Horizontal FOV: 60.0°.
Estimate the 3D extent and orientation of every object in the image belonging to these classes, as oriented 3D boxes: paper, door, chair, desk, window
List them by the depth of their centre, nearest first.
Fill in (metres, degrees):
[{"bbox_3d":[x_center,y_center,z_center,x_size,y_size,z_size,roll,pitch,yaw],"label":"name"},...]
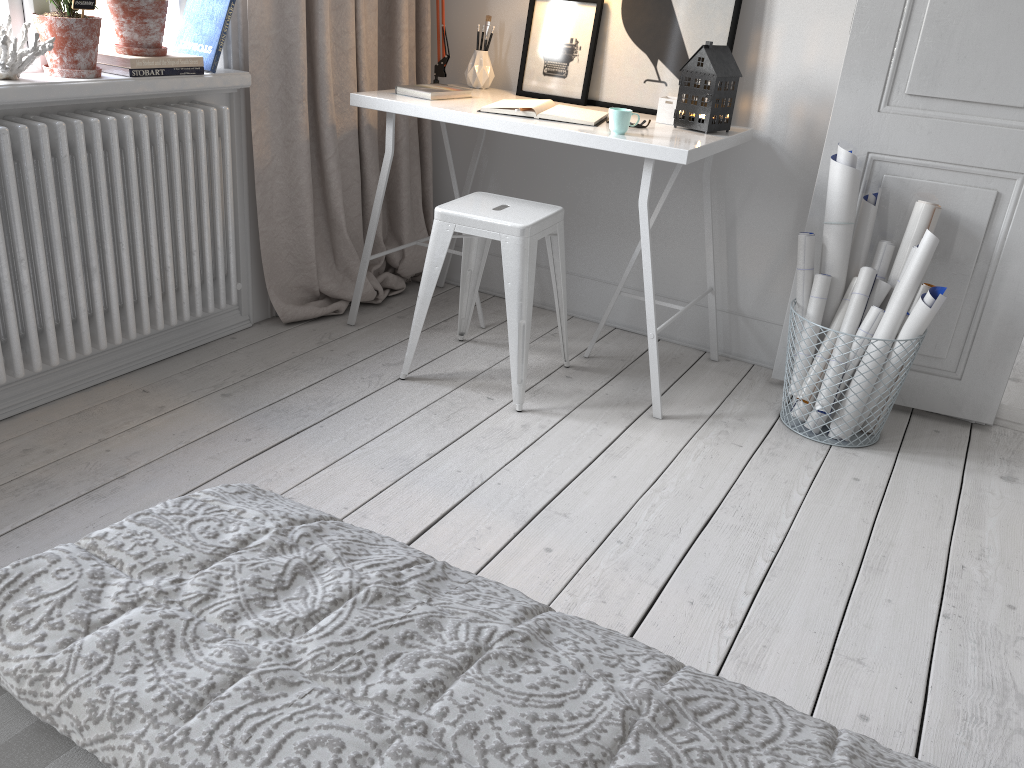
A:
[{"bbox_3d":[-1.136,-1.483,1.945,0.079,1.535,1.048,17,27,24],"label":"window"},{"bbox_3d":[1.262,-1.009,2.352,0.678,2.323,0.034,13,25,16],"label":"door"},{"bbox_3d":[1.006,-0.249,2.534,0.181,0.792,0.431,-3,26,-19],"label":"paper"},{"bbox_3d":[0.955,-0.123,2.538,0.049,0.402,0.244,18,27,26],"label":"paper"},{"bbox_3d":[1.113,-0.067,2.554,0.123,0.464,0.057,5,24,-1],"label":"paper"},{"bbox_3d":[1.076,-0.129,2.566,0.153,0.552,0.060,-2,25,-16],"label":"paper"},{"bbox_3d":[0.985,-0.044,2.567,0.234,0.389,0.078,-9,28,-30],"label":"paper"},{"bbox_3d":[0.934,-0.126,2.585,0.047,0.358,0.239,25,31,37],"label":"paper"},{"bbox_3d":[0.872,-0.142,2.596,0.047,0.360,0.129,12,25,14],"label":"paper"},{"bbox_3d":[0.961,-0.097,2.598,0.253,0.431,0.054,-7,27,-25],"label":"paper"},{"bbox_3d":[1.109,-0.203,2.608,0.181,0.668,0.073,-14,31,-37],"label":"paper"},{"bbox_3d":[1.031,-0.150,2.633,0.047,0.541,0.201,19,28,28],"label":"paper"},{"bbox_3d":[0.867,-0.171,2.635,0.046,0.546,0.166,-13,30,-36],"label":"paper"},{"bbox_3d":[-0.054,-0.278,2.698,0.407,0.527,0.410,15,26,20],"label":"chair"},{"bbox_3d":[0.103,-0.496,2.916,1.163,0.775,0.641,17,27,24],"label":"desk"}]

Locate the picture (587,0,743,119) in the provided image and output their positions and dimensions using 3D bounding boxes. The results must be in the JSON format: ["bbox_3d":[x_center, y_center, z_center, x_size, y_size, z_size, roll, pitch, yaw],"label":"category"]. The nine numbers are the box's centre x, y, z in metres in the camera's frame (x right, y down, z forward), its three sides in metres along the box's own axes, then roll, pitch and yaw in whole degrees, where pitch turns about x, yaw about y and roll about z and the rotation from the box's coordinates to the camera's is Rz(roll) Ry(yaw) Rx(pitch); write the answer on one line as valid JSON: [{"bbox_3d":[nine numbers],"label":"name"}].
[{"bbox_3d":[0.470,-1.169,2.791,0.493,0.613,0.062,17,27,24],"label":"picture"}]

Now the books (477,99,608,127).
[{"bbox_3d":[0.100,-0.819,2.650,0.358,0.029,0.291,11,25,12],"label":"books"}]

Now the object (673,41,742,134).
[{"bbox_3d":[0.577,-0.873,2.602,0.135,0.248,0.135,26,31,38],"label":"object"}]

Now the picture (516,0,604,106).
[{"bbox_3d":[0.156,-1.116,2.949,0.261,0.333,0.062,17,27,24],"label":"picture"}]

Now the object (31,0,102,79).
[{"bbox_3d":[-1.075,-0.956,2.133,0.183,0.410,0.199,0,25,-11],"label":"object"}]

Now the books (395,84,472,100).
[{"bbox_3d":[-0.248,-0.936,2.840,0.150,0.024,0.207,21,28,30],"label":"books"}]

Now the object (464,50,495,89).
[{"bbox_3d":[-0.113,-1.110,3.128,0.101,0.126,0.101,17,27,24],"label":"object"}]

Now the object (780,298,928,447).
[{"bbox_3d":[0.971,-0.037,2.602,0.375,0.350,0.374,18,27,26],"label":"object"}]

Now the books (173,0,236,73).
[{"bbox_3d":[-0.879,-1.006,2.524,0.175,0.210,0.101,19,27,27],"label":"books"}]

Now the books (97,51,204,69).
[{"bbox_3d":[-0.982,-0.875,2.388,0.157,0.025,0.246,18,27,26],"label":"books"}]

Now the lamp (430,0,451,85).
[{"bbox_3d":[-0.042,-1.245,2.866,0.568,0.744,0.165,15,26,20],"label":"lamp"}]

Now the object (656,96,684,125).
[{"bbox_3d":[0.488,-0.839,2.721,0.065,0.073,0.078,15,26,20],"label":"object"}]

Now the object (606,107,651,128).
[{"bbox_3d":[0.330,-0.770,2.572,0.133,0.047,0.114,12,25,13],"label":"object"}]

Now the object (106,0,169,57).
[{"bbox_3d":[-0.964,-1.029,2.317,0.220,0.317,0.211,-6,26,-23],"label":"object"}]

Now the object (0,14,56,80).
[{"bbox_3d":[-1.167,-0.773,2.041,0.186,0.149,0.212,22,29,32],"label":"object"}]

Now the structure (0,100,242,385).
[{"bbox_3d":[-1.121,-0.412,2.350,0.216,0.599,0.936,17,27,24],"label":"structure"}]

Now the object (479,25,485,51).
[{"bbox_3d":[-0.113,-1.154,3.125,0.008,0.207,0.054,11,25,13],"label":"object"}]

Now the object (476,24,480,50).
[{"bbox_3d":[-0.122,-1.152,3.116,0.008,0.207,0.054,2,24,-7],"label":"object"}]

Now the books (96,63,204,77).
[{"bbox_3d":[-0.987,-0.856,2.404,0.156,0.022,0.245,19,28,28],"label":"books"}]

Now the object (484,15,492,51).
[{"bbox_3d":[-0.096,-1.168,3.117,0.023,0.239,0.028,16,26,22],"label":"object"}]

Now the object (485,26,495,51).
[{"bbox_3d":[-0.094,-1.147,3.112,0.054,0.207,0.008,10,24,9],"label":"object"}]

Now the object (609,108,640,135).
[{"bbox_3d":[0.300,-0.715,2.420,0.082,0.065,0.064,16,26,23],"label":"object"}]

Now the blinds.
[{"bbox_3d":[-0.459,-1.505,2.708,0.225,2.676,0.832,17,27,24],"label":"blinds"}]

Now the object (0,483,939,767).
[{"bbox_3d":[0.203,0.357,0.636,1.460,0.104,0.405,17,27,24],"label":"object"}]
